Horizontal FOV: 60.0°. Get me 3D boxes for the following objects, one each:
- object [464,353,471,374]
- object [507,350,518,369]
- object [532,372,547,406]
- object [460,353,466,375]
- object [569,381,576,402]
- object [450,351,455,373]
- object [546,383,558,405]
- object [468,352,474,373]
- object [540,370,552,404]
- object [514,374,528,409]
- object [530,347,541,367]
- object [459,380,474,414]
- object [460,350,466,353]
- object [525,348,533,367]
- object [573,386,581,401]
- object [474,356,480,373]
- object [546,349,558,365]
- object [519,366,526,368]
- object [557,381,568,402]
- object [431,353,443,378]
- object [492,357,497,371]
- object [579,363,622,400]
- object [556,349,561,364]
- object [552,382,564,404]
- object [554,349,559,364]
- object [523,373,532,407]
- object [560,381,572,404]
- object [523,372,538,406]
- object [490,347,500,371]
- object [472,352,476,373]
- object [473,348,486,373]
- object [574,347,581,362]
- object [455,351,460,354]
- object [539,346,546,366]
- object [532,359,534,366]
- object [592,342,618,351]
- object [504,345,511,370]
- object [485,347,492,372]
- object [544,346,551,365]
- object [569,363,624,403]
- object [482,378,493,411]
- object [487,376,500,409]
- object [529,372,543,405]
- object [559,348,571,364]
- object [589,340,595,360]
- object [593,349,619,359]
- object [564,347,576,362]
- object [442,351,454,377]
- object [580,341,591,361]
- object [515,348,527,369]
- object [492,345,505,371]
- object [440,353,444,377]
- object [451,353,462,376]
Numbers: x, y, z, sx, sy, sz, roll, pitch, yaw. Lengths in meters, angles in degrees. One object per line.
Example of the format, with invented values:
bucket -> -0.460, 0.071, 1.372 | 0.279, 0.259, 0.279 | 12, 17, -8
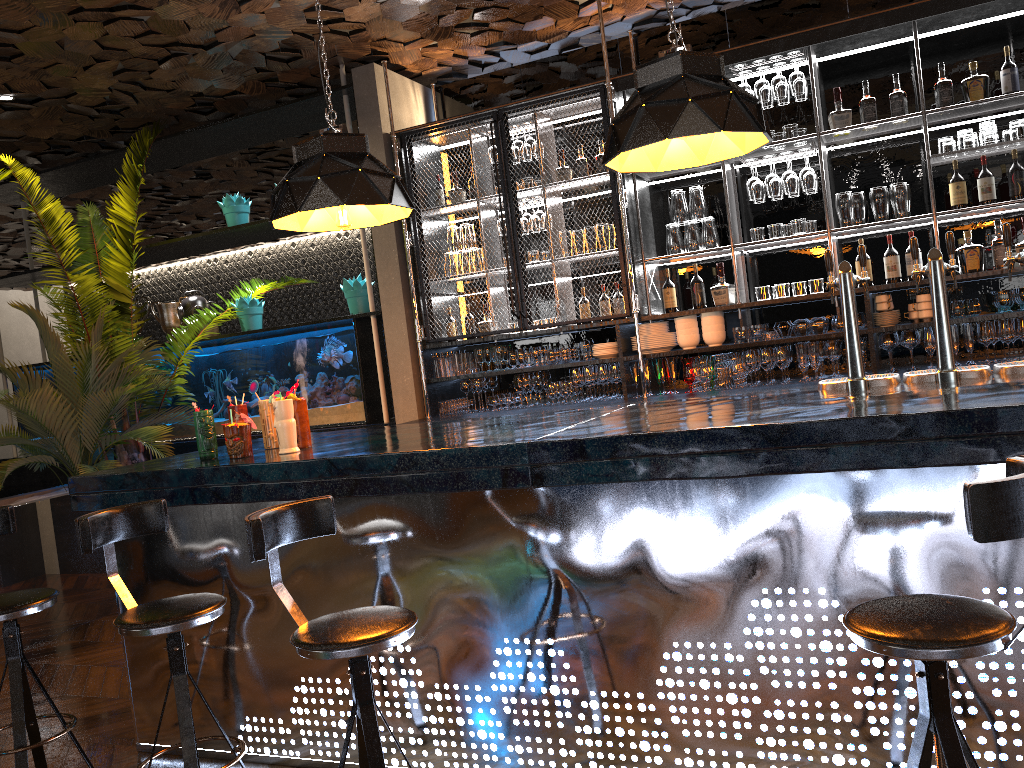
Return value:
object -> -0.330, -0.146, 6.320 | 0.058, 0.152, 0.051 | -7, 2, -15
object -> 0.008, -0.169, 6.100 | 0.081, 0.132, 0.081 | -7, 2, -4
object -> 0.186, 0.034, 6.056 | 0.088, 0.229, 0.077 | -6, 2, 23
object -> -0.358, -0.141, 6.267 | 0.058, 0.152, 0.051 | -6, 2, 28
object -> 0.403, 0.049, 6.047 | 0.074, 0.146, 0.065 | -9, 3, -43
object -> -0.431, -0.146, 6.338 | 0.067, 0.174, 0.067 | -9, 3, -41
object -> 0.272, 0.067, 5.984 | 0.074, 0.146, 0.065 | -7, 2, 0
object -> -0.304, -0.151, 6.373 | 0.058, 0.152, 0.051 | -9, 2, -40
object -> 0.239, 0.023, 6.167 | 0.088, 0.229, 0.077 | -6, 2, 25
object -> 0.059, 0.050, 6.018 | 0.088, 0.229, 0.077 | -5, 2, 37
object -> 0.164, -0.182, 5.961 | 0.074, 0.131, 0.074 | -6, 2, 37
object -> -0.315, 0.090, 6.205 | 0.091, 0.227, 0.091 | -7, 2, -14
object -> -0.362, -0.160, 6.500 | 0.067, 0.174, 0.067 | -8, 2, -26
object -> 0.108, -0.182, 6.130 | 0.081, 0.132, 0.081 | -7, 2, -4
object -> 0.448, 0.041, 6.139 | 0.065, 0.146, 0.074 | -9, 3, -44
object -> -0.268, -0.159, 6.485 | 0.051, 0.152, 0.058 | -7, 2, -15
object -> 0.264, -0.178, 5.919 | 0.078, 0.103, 0.078 | -8, 2, -23
object -> 0.066, -0.180, 6.234 | 0.081, 0.132, 0.081 | -7, 2, -4
object -> 0.351, 0.051, 6.169 | 0.074, 0.146, 0.065 | -8, 2, -36
object -> -0.532, -0.132, 6.287 | 0.067, 0.174, 0.067 | -6, 2, 32
object -> -0.120, -0.180, 6.339 | 0.087, 0.170, 0.087 | -7, 2, -15
object -> 0.658, -0.023, 6.073 | 0.376, 0.227, 0.186 | -6, 2, 22
object -> 0.311, -0.189, 6.089 | 0.078, 0.103, 0.078 | -8, 2, -23
object -> 0.312, 0.059, 6.080 | 0.065, 0.146, 0.074 | -6, 2, 36
object -> 0.277, -0.182, 6.005 | 0.078, 0.103, 0.078 | -8, 2, -23
object -> 0.097, 0.043, 6.101 | 0.088, 0.229, 0.077 | -7, 2, -16
object -> 0.361, 0.058, 5.950 | 0.074, 0.146, 0.065 | -6, 2, 18
object -> 0.126, 0.037, 6.177 | 0.077, 0.229, 0.088 | -5, 2, 40
object -> -0.102, -0.176, 6.160 | 0.087, 0.170, 0.087 | -7, 2, -15
object -> -0.294, -0.154, 6.433 | 0.058, 0.152, 0.051 | -9, 3, -42
object -> -0.215, -0.161, 6.123 | 0.087, 0.170, 0.087 | -7, 2, -15
object -> 0.433, -0.204, 6.127 | 0.078, 0.099, 0.078 | -7, 2, -9
object -> -0.397, -0.153, 6.421 | 0.067, 0.174, 0.067 | -7, 2, -15
object -> 0.201, -0.189, 6.039 | 0.074, 0.131, 0.074 | -6, 2, 37
object -> 0.163, -0.192, 6.247 | 0.081, 0.132, 0.081 | -7, 2, -4
object -> 0.631, -0.241, 5.823 | 0.209, 0.060, 0.211 | -8, 2, -21
object -> -0.044, -0.188, 6.292 | 0.087, 0.170, 0.087 | -7, 2, -15
object -> -0.168, -0.171, 6.231 | 0.087, 0.170, 0.087 | -7, 2, -15
object -> 0.236, -0.196, 6.119 | 0.074, 0.131, 0.074 | -6, 2, 37
object -> 0.580, -0.007, 5.894 | 0.376, 0.227, 0.186 | -6, 2, 22
object -> -0.187, 0.073, 6.259 | 0.091, 0.227, 0.091 | -7, 2, -13
object -> -0.136, 0.063, 6.364 | 0.091, 0.227, 0.091 | -7, 2, -13
object -> 0.164, 0.029, 6.261 | 0.077, 0.229, 0.088 | -7, 2, -2
object -> 0.352, -0.185, 5.872 | 0.078, 0.099, 0.078 | -7, 2, -9
object -> 0.535, -0.231, 6.083 | 0.074, 0.131, 0.074 | -6, 2, 37
object -> 0.635, -0.200, 5.825 | 0.211, 0.060, 0.209 | -7, 2, -16
object -> 0.396, -0.197, 6.052 | 0.078, 0.099, 0.078 | -7, 2, -9
object -> -0.455, -0.140, 6.265 | 0.067, 0.174, 0.067 | -8, 2, -27
object -> 0.491, -0.220, 5.909 | 0.074, 0.131, 0.074 | -6, 2, 37
object -> 0.063, -0.173, 6.019 | 0.081, 0.132, 0.081 | -7, 2, -4
object -> -0.082, -0.175, 6.052 | 0.087, 0.170, 0.087 | -7, 2, -15
object -> -0.499, -0.138, 6.354 | 0.067, 0.174, 0.067 | -8, 2, -26
object -> -0.386, -0.136, 6.214 | 0.051, 0.152, 0.058 | -6, 2, 29
